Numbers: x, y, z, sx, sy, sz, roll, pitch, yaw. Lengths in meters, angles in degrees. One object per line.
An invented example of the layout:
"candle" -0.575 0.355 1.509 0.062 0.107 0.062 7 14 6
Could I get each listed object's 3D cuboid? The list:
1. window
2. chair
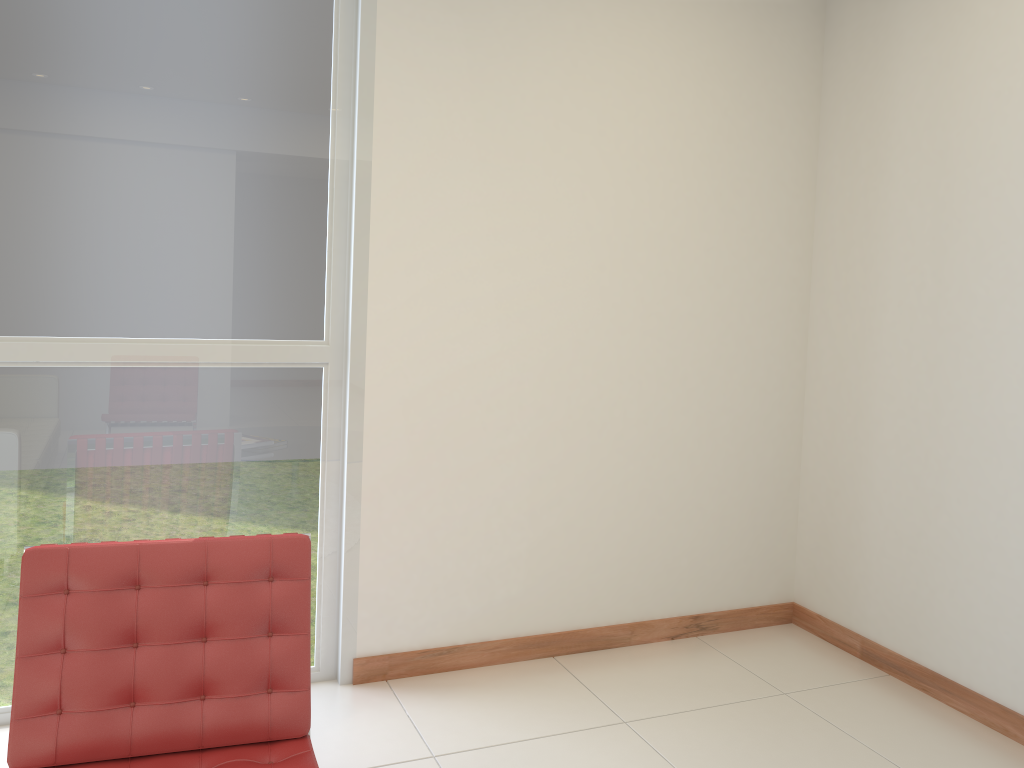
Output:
"window" -2.132 -0.224 2.623 3.431 2.706 0.121 0 3 -23
"chair" -0.807 0.837 2.051 0.699 0.814 0.709 1 4 -18
